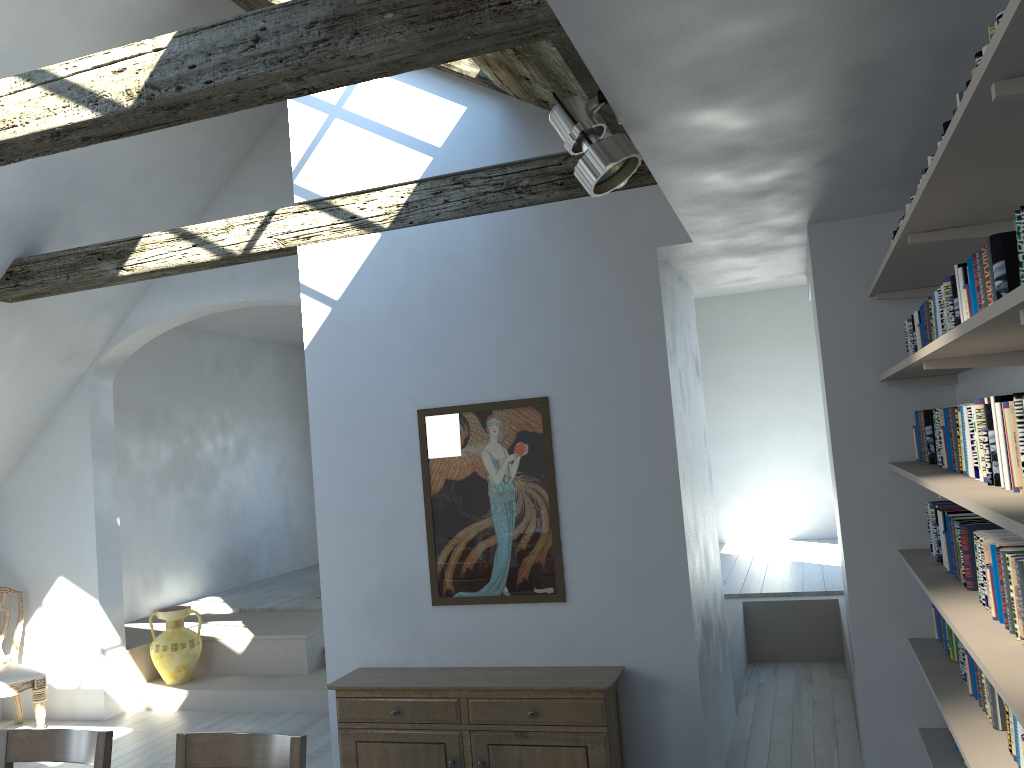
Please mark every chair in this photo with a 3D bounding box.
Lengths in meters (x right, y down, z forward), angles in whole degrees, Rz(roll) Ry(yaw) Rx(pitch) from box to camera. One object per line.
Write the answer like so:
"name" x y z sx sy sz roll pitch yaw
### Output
"chair" -3.922 2.094 6.751 0.655 1.159 0.552 -9 -6 43
"chair" -0.901 1.598 2.539 0.514 1.006 0.605 -6 -4 18
"chair" -1.606 1.675 2.767 0.514 1.006 0.605 -6 -4 18

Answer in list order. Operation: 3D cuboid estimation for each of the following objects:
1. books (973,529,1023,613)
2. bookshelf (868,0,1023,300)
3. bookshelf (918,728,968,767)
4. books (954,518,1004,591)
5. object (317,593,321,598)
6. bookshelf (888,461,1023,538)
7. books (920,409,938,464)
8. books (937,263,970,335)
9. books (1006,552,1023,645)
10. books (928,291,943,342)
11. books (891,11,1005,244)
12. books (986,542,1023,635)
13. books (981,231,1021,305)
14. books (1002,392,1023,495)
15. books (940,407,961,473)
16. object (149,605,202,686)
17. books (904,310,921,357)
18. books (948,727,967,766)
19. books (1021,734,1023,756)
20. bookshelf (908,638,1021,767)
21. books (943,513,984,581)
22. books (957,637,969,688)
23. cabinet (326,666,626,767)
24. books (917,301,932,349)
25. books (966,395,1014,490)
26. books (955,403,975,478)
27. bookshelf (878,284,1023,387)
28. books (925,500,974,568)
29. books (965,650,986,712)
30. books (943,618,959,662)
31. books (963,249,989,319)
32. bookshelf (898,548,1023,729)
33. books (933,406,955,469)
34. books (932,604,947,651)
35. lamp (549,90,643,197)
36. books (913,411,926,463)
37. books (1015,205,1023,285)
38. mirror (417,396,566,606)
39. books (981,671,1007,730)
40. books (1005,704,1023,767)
"books" 1.517 0.560 2.667 0.189 0.228 0.249 -6 -4 18
"bookshelf" 0.583 -0.576 0.350 0.315 0.070 7.825 -6 -4 18
"bookshelf" 0.750 1.389 0.206 0.315 0.070 7.825 -6 -4 18
"books" 1.605 0.575 2.935 0.189 0.224 0.345 -6 -4 18
"object" -1.107 1.446 9.748 2.354 1.383 1.465 -3 -5 -28
"bookshelf" 0.650 0.210 0.293 0.315 0.070 7.825 -6 -4 18
"books" 1.751 0.204 3.511 0.189 0.224 0.345 -6 -4 18
"books" 1.441 -0.233 2.693 0.214 0.237 0.490 -6 -4 18
"books" 1.373 0.541 2.229 0.189 0.220 0.156 -6 -4 18
"books" 1.557 -0.212 3.051 0.189 0.228 0.249 -6 -4 18
"books" 1.386 -0.630 2.641 0.242 0.237 2.981 -6 -4 18
"books" 1.442 0.551 2.434 0.209 0.220 0.278 -6 -4 16
"books" 1.223 -0.252 2.032 0.189 0.224 0.345 -6 -4 18
"books" 1.234 0.125 1.920 0.242 0.237 0.494 -6 -4 18
"books" 1.589 0.180 3.010 0.209 0.220 0.278 -6 -4 16
"object" -2.759 2.150 7.290 0.402 0.605 0.396 -3 -5 -25
"books" 1.765 -0.182 3.674 0.214 0.220 0.490 -6 -4 18
"books" 1.550 1.332 2.489 0.242 0.237 2.981 -6 -4 18
"books" 1.412 0.953 2.204 0.209 0.220 0.278 -6 -4 16
"bookshelf" 0.717 0.996 0.235 0.315 0.070 7.825 -6 -4 18
"books" 1.704 0.587 3.230 0.209 0.220 0.278 -6 -4 16
"books" 1.750 0.983 3.245 0.189 0.228 0.249 -6 -4 18
"cabinet" -0.164 1.820 4.423 1.481 0.714 0.383 -6 -4 18
"books" 1.643 -0.199 3.307 0.209 0.220 0.278 -6 -4 16
"books" 1.387 0.147 2.396 0.214 0.237 0.490 -6 -4 18
"books" 1.502 0.168 2.754 0.189 0.228 0.249 -6 -4 18
"bookshelf" 0.616 -0.183 0.322 0.315 0.070 7.825 -6 -4 18
"books" 1.829 0.604 3.610 0.214 0.220 0.490 -6 -4 18
"books" 1.676 0.973 3.012 0.209 0.220 0.278 -6 -4 16
"books" 1.839 0.995 3.517 0.189 0.224 0.345 -6 -4 18
"books" 1.322 -0.240 2.327 0.209 0.220 0.278 -6 -4 16
"bookshelf" 0.683 0.603 0.264 0.315 0.070 7.825 -6 -4 18
"books" 1.663 0.190 3.243 0.189 0.228 0.249 -6 -4 18
"books" 1.937 1.009 3.807 0.209 0.220 0.278 -6 -4 16
"lamp" 0.260 -0.766 2.707 0.265 0.386 0.235 -8 -5 39
"books" 1.850 0.216 3.806 0.209 0.220 0.278 -6 -4 16
"books" 1.134 -0.267 1.764 0.189 0.228 0.249 -6 -4 18
"mirror" -0.120 0.622 4.644 0.736 1.047 0.009 -6 -4 18
"books" 1.578 0.962 2.722 0.189 0.229 0.343 -6 -4 18
"books" 1.488 0.941 2.449 0.189 0.228 0.249 -6 -4 18
